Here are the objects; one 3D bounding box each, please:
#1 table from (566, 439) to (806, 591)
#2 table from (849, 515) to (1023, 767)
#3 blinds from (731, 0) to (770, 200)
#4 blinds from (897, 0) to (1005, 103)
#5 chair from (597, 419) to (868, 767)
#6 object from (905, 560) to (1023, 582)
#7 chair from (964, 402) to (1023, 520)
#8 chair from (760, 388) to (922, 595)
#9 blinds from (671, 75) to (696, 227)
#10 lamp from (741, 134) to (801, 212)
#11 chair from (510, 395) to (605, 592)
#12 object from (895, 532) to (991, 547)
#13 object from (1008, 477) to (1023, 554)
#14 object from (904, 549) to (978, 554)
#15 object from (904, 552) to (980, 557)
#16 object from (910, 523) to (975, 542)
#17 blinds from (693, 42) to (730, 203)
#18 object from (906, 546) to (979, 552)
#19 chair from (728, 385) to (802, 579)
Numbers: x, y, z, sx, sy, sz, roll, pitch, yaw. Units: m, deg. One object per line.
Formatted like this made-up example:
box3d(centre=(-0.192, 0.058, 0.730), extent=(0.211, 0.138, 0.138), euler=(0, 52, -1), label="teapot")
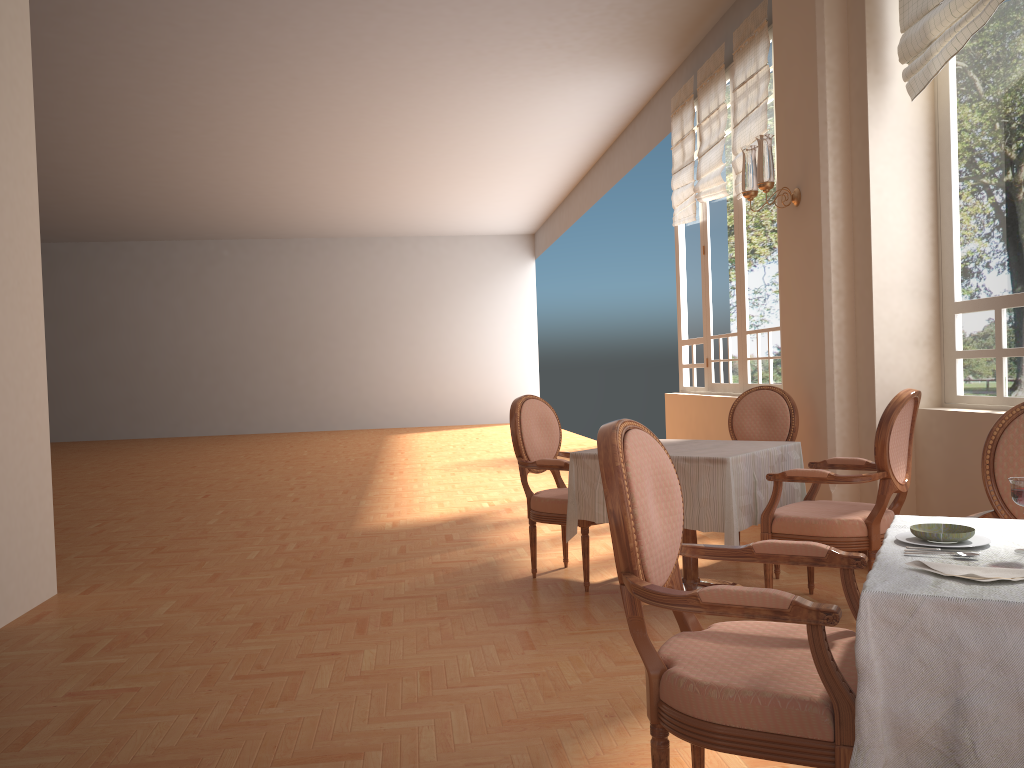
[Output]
box3d(centre=(0.817, 0.628, 4.091), extent=(0.829, 0.677, 0.831), euler=(-1, 1, 38), label="table")
box3d(centre=(1.084, 0.645, 1.585), extent=(0.829, 0.680, 0.836), euler=(-2, 1, 27), label="table")
box3d(centre=(1.765, -2.091, 6.598), extent=(0.054, 1.301, 0.689), euler=(-2, 1, -7), label="blinds")
box3d(centre=(1.935, -2.030, 3.888), extent=(0.072, 1.376, 0.843), euler=(-2, 1, -6), label="blinds")
box3d(centre=(0.496, 0.538, 1.909), extent=(0.593, 0.931, 0.520), euler=(-1, 1, 27), label="chair")
box3d(centre=(0.768, 0.310, 1.461), extent=(0.234, 0.012, 0.095), euler=(-2, 1, 32), label="object")
box3d(centre=(1.393, 0.502, 2.207), extent=(0.521, 0.931, 0.593), euler=(-1, 1, 27), label="chair")
box3d(centre=(1.376, 0.487, 3.663), extent=(0.593, 0.931, 0.520), euler=(-1, 1, 38), label="chair")
box3d(centre=(1.584, -2.107, 8.232), extent=(0.038, 1.293, 0.689), euler=(-2, 1, -6), label="blinds")
box3d(centre=(1.416, -1.137, 4.823), extent=(0.274, 0.362, 0.320), euler=(-2, 1, -7), label="lamp")
box3d(centre=(0.299, 0.516, 4.526), extent=(0.593, 0.931, 0.520), euler=(-1, 1, 38), label="chair")
box3d(centre=(0.851, 0.308, 1.754), extent=(0.171, 0.005, 0.171), euler=(-2, 1, 31), label="object")
box3d(centre=(0.947, 0.241, 1.627), extent=(0.062, 0.135, 0.062), euler=(-1, 1, 25), label="object")
box3d(centre=(0.797, 0.313, 1.649), extent=(0.125, 0.002, 0.016), euler=(-2, 1, 27), label="object")
box3d(centre=(0.787, 0.312, 1.625), extent=(0.125, 0.006, 0.027), euler=(-2, 1, 26), label="object")
box3d(centre=(0.851, 0.297, 1.754), extent=(0.117, 0.024, 0.117), euler=(-2, 1, 3), label="object")
box3d(centre=(1.659, -2.129, 7.446), extent=(0.085, 1.236, 0.699), euler=(-2, 1, -7), label="blinds")
box3d(centre=(0.809, 0.311, 1.666), extent=(0.127, 0.004, 0.013), euler=(-2, 1, 28), label="object")
box3d(centre=(1.237, 0.481, 4.642), extent=(0.521, 0.931, 0.593), euler=(-1, 1, 38), label="chair")
